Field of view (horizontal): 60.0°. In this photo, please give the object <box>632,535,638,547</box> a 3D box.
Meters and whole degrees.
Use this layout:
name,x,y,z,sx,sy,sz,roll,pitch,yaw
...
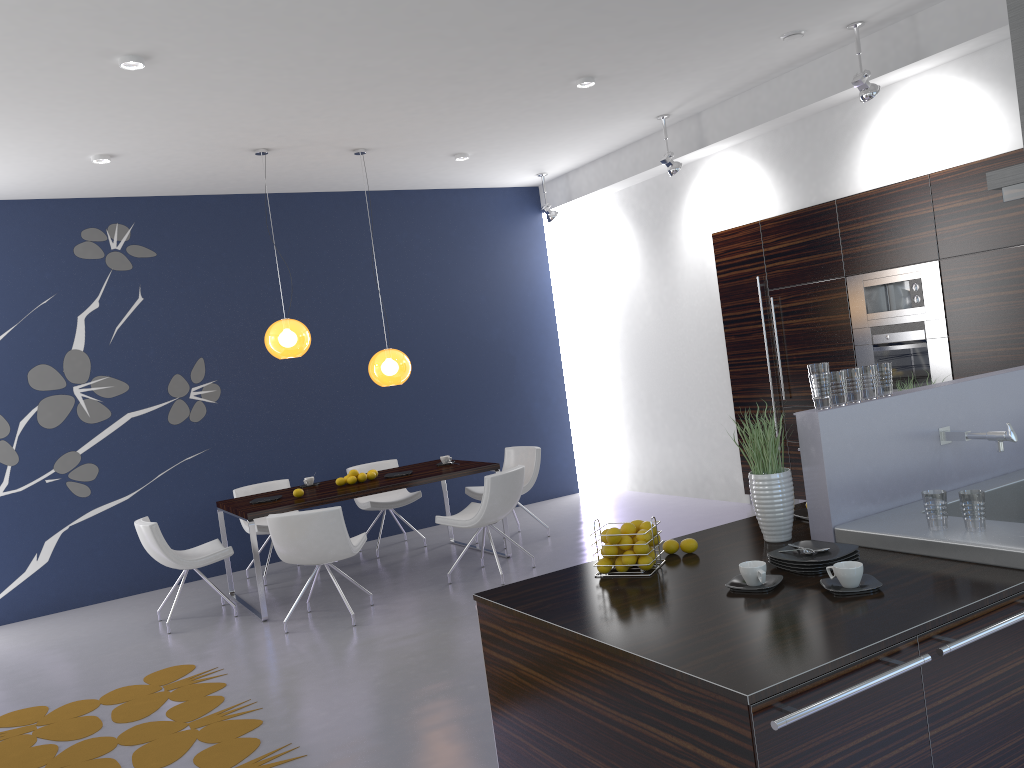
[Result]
name,x,y,z,sx,sy,sz,roll,pitch,yaw
object,0.433,0.538,3.010,0.064,0.053,0.051,-8,2,-26

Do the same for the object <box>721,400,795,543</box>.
name,x,y,z,sx,sy,sz,roll,pitch,yaw
object,0.889,0.306,3.154,0.247,0.502,0.269,-7,2,14

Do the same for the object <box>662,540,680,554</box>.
name,x,y,z,sx,sy,sz,roll,pitch,yaw
object,0.564,0.578,3.146,0.063,0.051,0.053,-8,2,-25

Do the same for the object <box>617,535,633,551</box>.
name,x,y,z,sx,sy,sz,roll,pitch,yaw
object,0.380,0.533,2.979,0.055,0.051,0.061,-9,2,-35

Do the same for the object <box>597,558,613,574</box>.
name,x,y,z,sx,sy,sz,roll,pitch,yaw
object,0.312,0.612,2.986,0.053,0.052,0.062,-7,2,10

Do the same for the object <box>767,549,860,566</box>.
name,x,y,z,sx,sy,sz,roll,pitch,yaw
object,0.938,0.536,2.761,0.232,0.020,0.232,-8,2,-26

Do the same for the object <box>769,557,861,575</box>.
name,x,y,z,sx,sy,sz,roll,pitch,yaw
object,0.941,0.556,2.762,0.232,0.020,0.232,-8,2,-21

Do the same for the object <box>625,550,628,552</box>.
name,x,y,z,sx,sy,sz,roll,pitch,yaw
object,0.409,0.595,3.070,0.064,0.063,0.074,-8,2,-9

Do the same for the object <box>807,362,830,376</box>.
name,x,y,z,sx,sy,sz,roll,pitch,yaw
object,1.066,-0.011,3.067,0.072,0.119,0.071,-7,2,11

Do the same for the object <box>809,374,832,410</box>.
name,x,y,z,sx,sy,sz,roll,pitch,yaw
object,1.071,0.027,3.068,0.072,0.119,0.071,-7,2,11

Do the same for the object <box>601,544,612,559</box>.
name,x,y,z,sx,sy,sz,roll,pitch,yaw
object,0.332,0.572,3.037,0.051,0.055,0.061,-6,2,40

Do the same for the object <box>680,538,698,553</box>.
name,x,y,z,sx,sy,sz,roll,pitch,yaw
object,0.623,0.570,3.124,0.063,0.051,0.053,-7,2,30

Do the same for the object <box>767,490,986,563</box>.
name,x,y,z,sx,sy,sz,roll,pitch,yaw
object,1.114,0.438,2.773,0.646,0.147,0.269,-8,2,-4

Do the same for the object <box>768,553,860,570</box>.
name,x,y,z,sx,sy,sz,roll,pitch,yaw
object,0.939,0.546,2.761,0.232,0.020,0.232,-8,2,-21

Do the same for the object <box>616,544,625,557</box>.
name,x,y,z,sx,sy,sz,roll,pitch,yaw
object,0.362,0.564,3.032,0.051,0.053,0.062,-8,2,-21

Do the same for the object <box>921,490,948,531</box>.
name,x,y,z,sx,sy,sz,roll,pitch,yaw
object,1.324,0.395,2.768,0.072,0.119,0.071,-9,2,-29

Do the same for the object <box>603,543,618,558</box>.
name,x,y,z,sx,sy,sz,roll,pitch,yaw
object,0.330,0.559,2.978,0.053,0.054,0.061,-7,2,17

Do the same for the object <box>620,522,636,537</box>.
name,x,y,z,sx,sy,sz,roll,pitch,yaw
object,0.395,0.498,3.017,0.051,0.053,0.063,-9,2,-28

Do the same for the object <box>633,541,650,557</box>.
name,x,y,z,sx,sy,sz,roll,pitch,yaw
object,0.428,0.544,2.932,0.053,0.055,0.060,-7,2,14

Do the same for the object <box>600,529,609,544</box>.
name,x,y,z,sx,sy,sz,roll,pitch,yaw
object,0.329,0.522,3.031,0.051,0.053,0.063,-8,2,-16

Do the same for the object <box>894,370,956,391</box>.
name,x,y,z,sx,sy,sz,roll,pitch,yaw
object,1.644,0.191,3.610,0.269,0.502,0.247,-9,2,-29

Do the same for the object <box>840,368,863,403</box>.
name,x,y,z,sx,sy,sz,roll,pitch,yaw
object,1.210,0.006,3.147,0.072,0.119,0.071,-7,2,11

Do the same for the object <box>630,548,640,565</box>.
name,x,y,z,sx,sy,sz,roll,pitch,yaw
object,0.411,0.590,3.027,0.057,0.060,0.052,-8,2,-23

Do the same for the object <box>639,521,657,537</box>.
name,x,y,z,sx,sy,sz,roll,pitch,yaw
object,0.464,0.496,3.017,0.052,0.060,0.057,-9,2,-41

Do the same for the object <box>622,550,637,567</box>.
name,x,y,z,sx,sy,sz,roll,pitch,yaw
object,0.390,0.580,2.947,0.052,0.053,0.062,-7,2,8

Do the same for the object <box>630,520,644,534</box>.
name,x,y,z,sx,sy,sz,roll,pitch,yaw
object,0.435,0.495,3.061,0.063,0.051,0.053,-7,2,18

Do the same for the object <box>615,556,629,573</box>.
name,x,y,z,sx,sy,sz,roll,pitch,yaw
object,0.371,0.606,2.985,0.050,0.055,0.061,-7,2,16

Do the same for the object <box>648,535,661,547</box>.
name,x,y,z,sx,sy,sz,roll,pitch,yaw
object,0.478,0.533,3.045,0.063,0.051,0.053,-7,2,30

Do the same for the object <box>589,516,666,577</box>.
name,x,y,z,sx,sy,sz,roll,pitch,yaw
object,0.392,0.542,3.013,0.207,0.174,0.189,-7,2,26

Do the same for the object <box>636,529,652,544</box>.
name,x,y,z,sx,sy,sz,roll,pitch,yaw
object,0.443,0.513,2.969,0.053,0.051,0.063,-7,2,16

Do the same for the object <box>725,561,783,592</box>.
name,x,y,z,sx,sy,sz,roll,pitch,yaw
object,0.714,0.566,2.622,0.153,0.069,0.153,-7,2,34

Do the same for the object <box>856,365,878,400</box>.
name,x,y,z,sx,sy,sz,roll,pitch,yaw
object,1.280,-0.004,3.186,0.072,0.119,0.071,-7,2,11

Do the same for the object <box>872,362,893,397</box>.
name,x,y,z,sx,sy,sz,roll,pitch,yaw
object,1.350,-0.015,3.226,0.071,0.119,0.072,-7,2,21

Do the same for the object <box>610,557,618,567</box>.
name,x,y,z,sx,sy,sz,roll,pitch,yaw
object,0.352,0.604,3.063,0.051,0.053,0.063,-8,2,-21

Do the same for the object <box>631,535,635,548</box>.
name,x,y,z,sx,sy,sz,roll,pitch,yaw
object,0.420,0.542,3.065,0.052,0.053,0.062,-7,2,33

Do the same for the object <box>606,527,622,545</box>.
name,x,y,z,sx,sy,sz,roll,pitch,yaw
object,0.340,0.508,2.965,0.050,0.060,0.059,-9,2,-30

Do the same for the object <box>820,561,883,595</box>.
name,x,y,z,sx,sy,sz,roll,pitch,yaw
object,0.945,0.539,2.479,0.153,0.069,0.153,-8,2,4

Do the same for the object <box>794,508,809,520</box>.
name,x,y,z,sx,sy,sz,roll,pitch,yaw
object,1.212,0.498,3.426,0.232,0.020,0.232,-8,2,-21

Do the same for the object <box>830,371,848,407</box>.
name,x,y,z,sx,sy,sz,roll,pitch,yaw
object,1.141,0.017,3.108,0.072,0.119,0.071,-7,2,11

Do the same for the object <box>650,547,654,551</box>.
name,x,y,z,sx,sy,sz,roll,pitch,yaw
object,0.467,0.582,3.054,0.060,0.057,0.052,-9,2,-27
